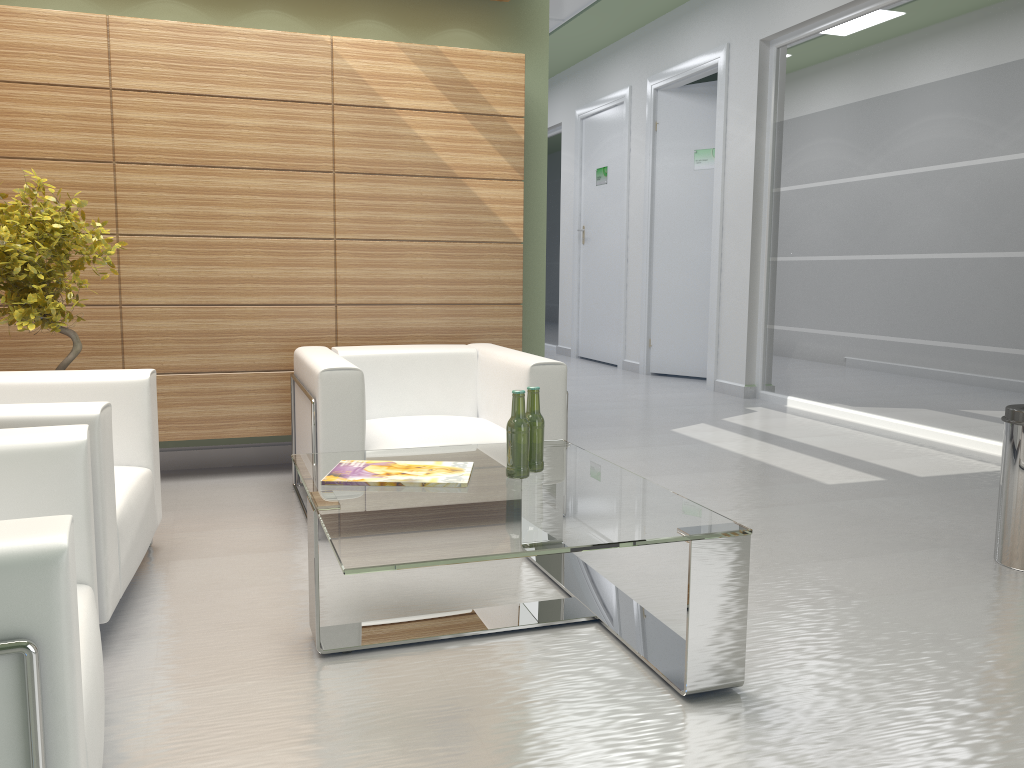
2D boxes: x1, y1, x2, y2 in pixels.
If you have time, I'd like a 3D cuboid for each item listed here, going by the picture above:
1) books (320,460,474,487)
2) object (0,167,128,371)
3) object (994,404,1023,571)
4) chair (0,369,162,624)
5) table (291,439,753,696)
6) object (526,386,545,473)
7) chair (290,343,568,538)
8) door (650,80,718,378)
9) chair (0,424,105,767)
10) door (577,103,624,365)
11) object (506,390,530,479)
[{"bbox_3d":[-0.605,0.485,4.830,0.762,0.025,0.508,1,7,1],"label":"books"},{"bbox_3d":[-3.447,-0.241,6.324,1.116,2.565,1.201,6,9,39],"label":"object"},{"bbox_3d":[3.416,0.669,5.754,0.482,1.027,0.483,7,10,42],"label":"object"},{"bbox_3d":[-2.966,0.626,4.861,1.769,1.234,1.894,-1,7,-14],"label":"chair"},{"bbox_3d":[-0.147,0.898,4.666,1.783,0.742,2.197,-2,8,-19],"label":"table"},{"bbox_3d":[0.117,0.251,4.941,0.131,0.475,0.131,6,9,36],"label":"object"},{"bbox_3d":[-0.729,0.362,7.131,1.894,1.234,1.802,-2,8,-19],"label":"chair"},{"bbox_3d":[3.390,-2.646,15.479,2.089,5.083,0.134,7,9,41],"label":"door"},{"bbox_3d":[-2.231,0.908,2.673,1.802,1.234,1.894,-3,8,-24],"label":"chair"},{"bbox_3d":[1.801,-3.014,18.300,0.250,5.083,2.089,-2,8,-19],"label":"door"},{"bbox_3d":[0.033,0.270,4.785,0.131,0.475,0.131,6,9,36],"label":"object"}]
